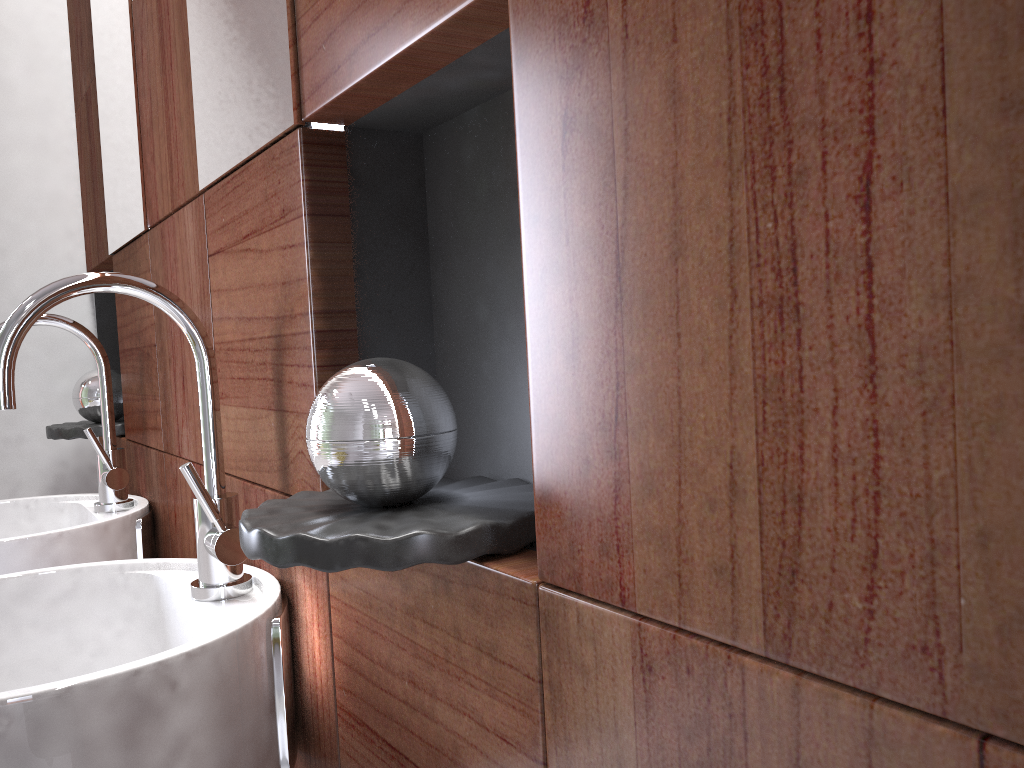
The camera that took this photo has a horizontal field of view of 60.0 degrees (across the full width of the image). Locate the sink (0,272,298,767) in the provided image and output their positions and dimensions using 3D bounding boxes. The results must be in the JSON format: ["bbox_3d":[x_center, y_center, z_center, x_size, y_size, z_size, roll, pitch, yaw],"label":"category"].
[{"bbox_3d":[-0.411,0.260,0.776,0.417,0.715,0.415,-5,3,-33],"label":"sink"}]

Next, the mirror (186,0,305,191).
[{"bbox_3d":[-0.277,-0.532,0.849,0.010,0.635,0.316,-5,3,-33],"label":"mirror"}]

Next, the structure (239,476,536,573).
[{"bbox_3d":[-0.075,0.092,0.619,0.222,0.023,0.220,-5,3,-43],"label":"structure"}]

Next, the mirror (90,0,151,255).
[{"bbox_3d":[-0.621,-0.537,1.381,0.010,0.635,0.316,-5,3,-33],"label":"mirror"}]

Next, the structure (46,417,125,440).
[{"bbox_3d":[-0.754,0.081,1.672,0.222,0.023,0.220,-2,3,17],"label":"structure"}]

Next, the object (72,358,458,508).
[{"bbox_3d":[-0.427,0.028,1.134,0.104,0.104,1.350,-5,3,-33],"label":"object"}]

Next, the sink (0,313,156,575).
[{"bbox_3d":[-0.754,0.255,1.307,0.417,0.715,0.415,-5,3,-33],"label":"sink"}]
